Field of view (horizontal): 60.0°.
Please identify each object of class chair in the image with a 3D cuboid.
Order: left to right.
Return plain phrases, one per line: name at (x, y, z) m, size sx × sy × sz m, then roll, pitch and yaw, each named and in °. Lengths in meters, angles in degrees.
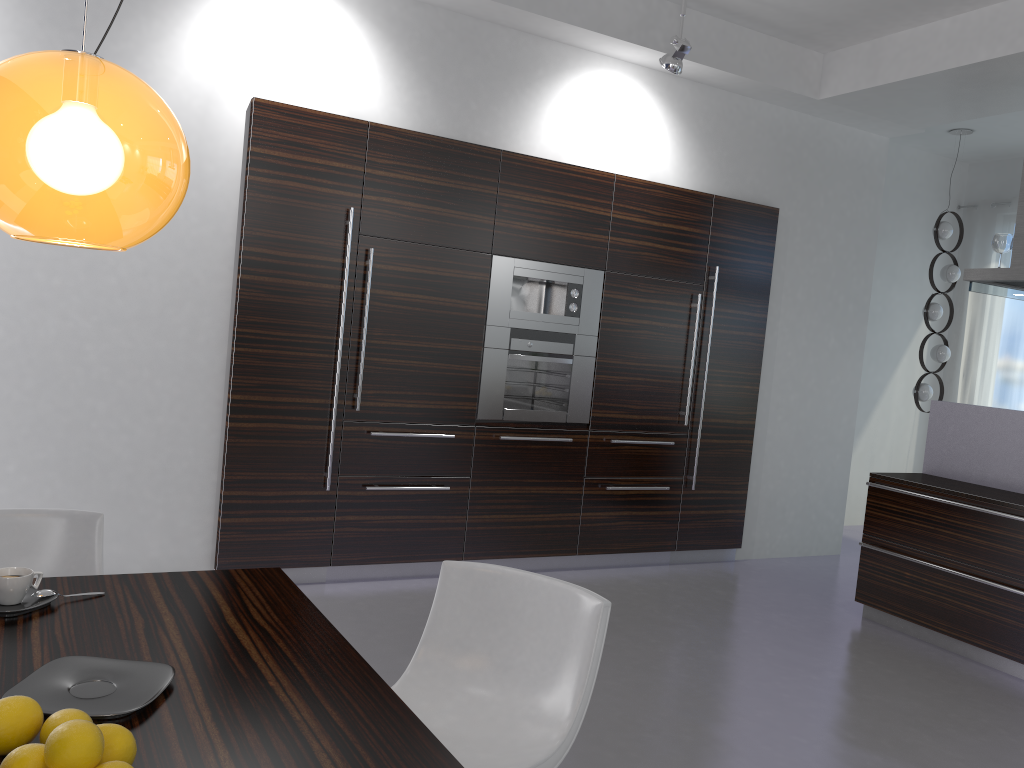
chair at (-1.360, 0.788, 2.379) m, size 0.508 × 0.805 × 0.620 m, roll 3°, pitch 4°, yaw -34°
chair at (-0.117, 0.917, 2.217) m, size 0.508 × 0.805 × 0.620 m, roll 7°, pitch 4°, yaw 31°

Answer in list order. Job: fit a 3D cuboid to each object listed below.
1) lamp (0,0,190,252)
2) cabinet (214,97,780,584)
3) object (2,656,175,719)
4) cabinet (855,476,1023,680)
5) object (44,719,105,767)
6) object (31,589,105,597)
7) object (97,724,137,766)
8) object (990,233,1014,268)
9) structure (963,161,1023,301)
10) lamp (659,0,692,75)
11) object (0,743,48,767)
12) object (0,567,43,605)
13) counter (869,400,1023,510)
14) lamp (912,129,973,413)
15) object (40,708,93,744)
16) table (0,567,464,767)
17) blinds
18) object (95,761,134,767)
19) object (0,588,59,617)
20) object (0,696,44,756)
lamp at (-0.645, -1.214, 1.429) m, size 0.358 × 1.974 × 0.359 m, roll 4°, pitch 3°, yaw -24°
cabinet at (0.032, -0.107, 5.592) m, size 3.600 × 2.500 × 0.669 m, roll 4°, pitch 4°, yaw -29°
object at (-0.703, 0.511, 1.488) m, size 0.232 × 0.020 × 0.232 m, roll 5°, pitch 3°, yaw -1°
cabinet at (3.385, 1.131, 4.058) m, size 1.377 × 0.852 × 3.285 m, roll 4°, pitch 4°, yaw -29°
object at (-0.565, 0.470, 1.145) m, size 0.070 × 0.068 × 0.083 m, roll 4°, pitch 3°, yaw -25°
object at (-0.963, 0.453, 1.928) m, size 0.032 × 0.028 × 0.155 m, roll 8°, pitch 4°, yaw 42°
object at (-0.563, 0.507, 1.211) m, size 0.094 × 0.080 × 0.076 m, roll 4°, pitch 4°, yaw -28°
object at (2.904, -0.778, 5.265) m, size 0.125 × 0.221 × 0.125 m, roll 5°, pitch 3°, yaw -4°
structure at (3.380, -1.098, 5.059) m, size 0.915 × 1.231 × 0.981 m, roll 4°, pitch 4°, yaw -29°
lamp at (0.917, -1.983, 4.761) m, size 0.171 × 0.511 × 0.605 m, roll 6°, pitch 3°, yaw 3°
object at (-0.632, 0.507, 1.163) m, size 0.081 × 0.071 × 0.069 m, roll 8°, pitch 4°, yaw 38°
object at (-1.049, 0.425, 1.865) m, size 0.081 × 0.064 × 0.101 m, roll 5°, pitch 3°, yaw -3°
counter at (3.417, 0.909, 4.049) m, size 1.302 × 1.300 × 3.291 m, roll 4°, pitch 4°, yaw -29°
lamp at (3.641, -0.934, 7.476) m, size 0.367 × 2.370 × 0.180 m, roll 3°, pitch 4°, yaw -36°
object at (-0.638, 0.502, 1.272) m, size 0.070 × 0.068 × 0.083 m, roll 4°, pitch 3°, yaw -25°
table at (-0.644, 0.934, 1.188) m, size 1.127 × 0.783 × 2.046 m, roll 4°, pitch 4°, yaw -29°
blinds at (4.946, -0.031, 7.111) m, size 0.120 × 3.112 × 3.245 m, roll 4°, pitch 4°, yaw -29°
object at (-0.518, 0.522, 1.133) m, size 0.070 × 0.068 × 0.083 m, roll 7°, pitch 4°, yaw 30°
object at (-1.051, 0.456, 1.856) m, size 0.154 × 0.020 × 0.154 m, roll 6°, pitch 3°, yaw 17°
object at (-0.722, 0.490, 1.271) m, size 0.079 × 0.077 × 0.094 m, roll 8°, pitch 4°, yaw 35°
